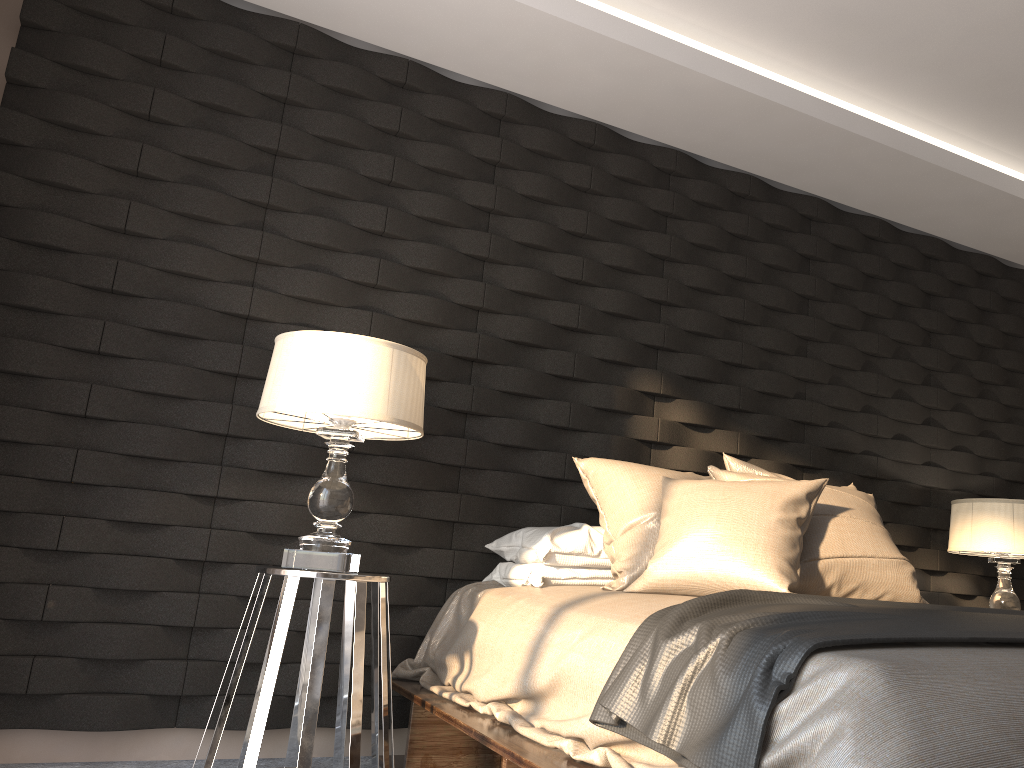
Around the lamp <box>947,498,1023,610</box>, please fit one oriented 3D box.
[{"bbox_3d":[2.164,0.844,3.868,0.445,0.633,0.484,-1,-14,28],"label":"lamp"}]

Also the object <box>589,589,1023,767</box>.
[{"bbox_3d":[1.214,0.701,2.067,2.135,0.323,0.591,10,-13,-25],"label":"object"}]

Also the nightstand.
[{"bbox_3d":[-0.550,0.815,2.385,0.563,0.606,0.536,8,-12,-11],"label":"nightstand"}]

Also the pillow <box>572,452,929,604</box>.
[{"bbox_3d":[0.903,0.450,2.868,1.306,0.520,0.862,10,-13,-22],"label":"pillow"}]

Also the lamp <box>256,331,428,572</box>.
[{"bbox_3d":[-0.500,0.210,2.516,0.460,0.633,0.470,4,-12,9],"label":"lamp"}]

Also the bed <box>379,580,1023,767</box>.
[{"bbox_3d":[1.028,0.942,2.423,2.382,0.627,2.195,10,-13,-23],"label":"bed"}]
